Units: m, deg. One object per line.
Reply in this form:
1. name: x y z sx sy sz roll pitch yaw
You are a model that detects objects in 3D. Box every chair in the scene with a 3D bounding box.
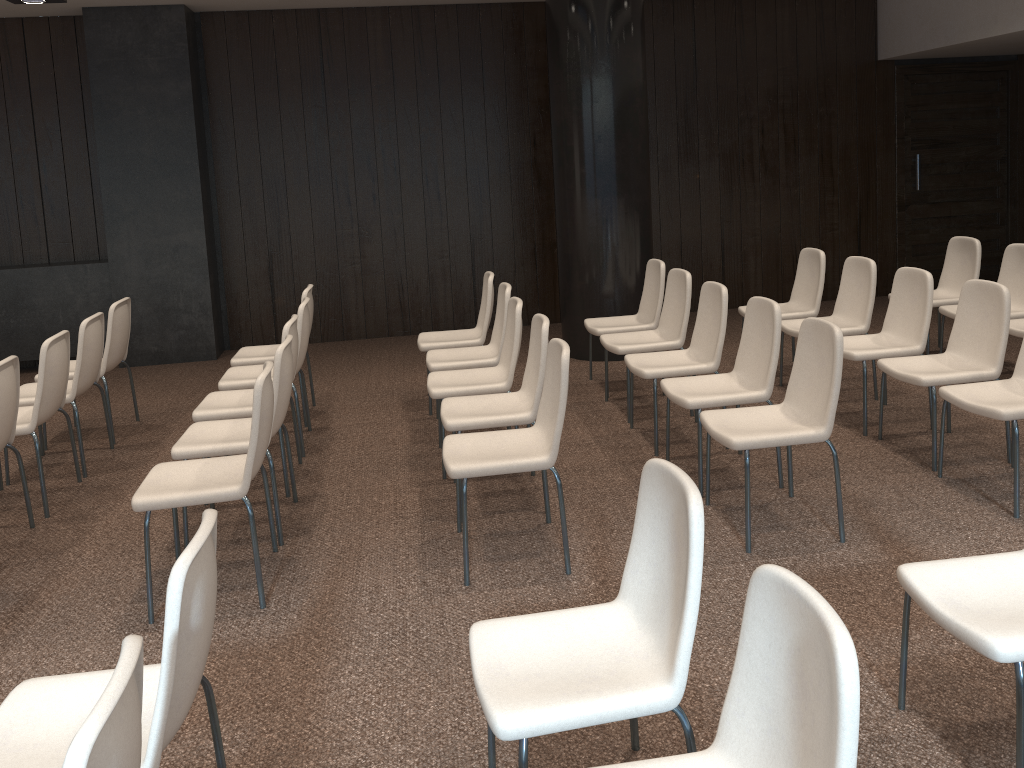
1. chair: -1.596 -0.204 5.927 0.558 0.883 0.542 -4 9 -6
2. chair: -0.868 0.930 1.424 0.559 0.883 0.542 -4 9 -8
3. chair: 0.297 0.830 1.560 0.559 0.883 0.542 -4 9 -7
4. chair: 1.148 0.180 3.875 0.558 0.883 0.542 -4 9 -5
5. chair: 2.352 0.062 4.073 0.559 0.883 0.542 -5 9 -9
6. chair: -2.611 0.194 4.614 0.559 0.883 0.542 -4 9 -8
7. chair: 3.197 -0.648 6.618 0.558 0.883 0.542 -4 9 -5
8. chair: 2.098 -0.381 5.825 0.558 0.883 0.542 -4 9 -7
9. chair: 1.073 0.026 4.482 0.558 0.883 0.542 -4 9 -7
10. chair: 2.289 -0.083 4.643 0.558 0.883 0.542 -4 9 -6
11. chair: -2.543 0.351 3.999 0.559 0.883 0.542 -4 9 -8
12. chair: 3.378 -0.353 5.449 0.559 0.883 0.542 -5 9 -9
13. chair: 0.958 -0.124 5.079 0.558 0.883 0.542 -4 9 -7
14. chair: 2.174 -0.227 5.219 0.558 0.883 0.542 -4 9 -6
15. chair: -2.692 0.049 5.186 0.558 0.883 0.542 -4 9 -7
16. chair: -0.017 0.282 3.729 0.558 0.883 0.542 -4 9 -6
17. chair: -0.378 -0.312 6.085 0.558 0.883 0.542 -4 9 -5
18. chair: -0.198 -0.015 4.908 0.558 0.883 0.542 -4 9 -6
19. chair: 0.878 -0.280 5.697 0.559 0.883 0.542 -5 9 -9
20. chair: -1.405 0.099 4.724 0.558 0.883 0.542 -4 9 -5
21. chair: 0.181 0.680 2.161 0.559 0.883 0.542 -5 9 -9
22. chair: 1.983 -0.530 6.421 0.558 0.883 0.542 -4 9 -6
23. chair: -1.290 0.243 4.148 0.558 0.883 0.542 -4 9 -6
24. chair: -0.261 -0.166 5.498 0.558 0.883 0.542 -4 9 -6
25. chair: 3.297 -0.497 6.017 0.558 0.883 0.542 -4 9 -6
26. chair: -2.793 -0.101 5.785 0.558 0.883 0.542 -4 9 -5
27. chair: -0.932 0.784 1.996 0.558 0.883 0.542 -4 9 -6
28. chair: -1.227 0.388 3.578 0.559 0.883 0.542 -5 9 -9
29. chair: 1.382 0.569 2.331 0.558 0.883 0.542 -4 9 -6
30. chair: -1.481 -0.055 5.331 0.559 0.883 0.542 -4 9 -8
31. chair: 0.815 -0.426 6.268 0.558 0.883 0.542 -4 9 -7
32. chair: -0.076 0.126 4.339 0.558 0.883 0.542 -4 9 -5

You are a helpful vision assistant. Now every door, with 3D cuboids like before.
1. door: 4.701 -2.193 9.326 1.402 2.361 0.273 -4 6 -8

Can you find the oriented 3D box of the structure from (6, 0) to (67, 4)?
1. structure: -2.698 -1.757 2.118 13.164 0.225 8.268 -5 15 -8
